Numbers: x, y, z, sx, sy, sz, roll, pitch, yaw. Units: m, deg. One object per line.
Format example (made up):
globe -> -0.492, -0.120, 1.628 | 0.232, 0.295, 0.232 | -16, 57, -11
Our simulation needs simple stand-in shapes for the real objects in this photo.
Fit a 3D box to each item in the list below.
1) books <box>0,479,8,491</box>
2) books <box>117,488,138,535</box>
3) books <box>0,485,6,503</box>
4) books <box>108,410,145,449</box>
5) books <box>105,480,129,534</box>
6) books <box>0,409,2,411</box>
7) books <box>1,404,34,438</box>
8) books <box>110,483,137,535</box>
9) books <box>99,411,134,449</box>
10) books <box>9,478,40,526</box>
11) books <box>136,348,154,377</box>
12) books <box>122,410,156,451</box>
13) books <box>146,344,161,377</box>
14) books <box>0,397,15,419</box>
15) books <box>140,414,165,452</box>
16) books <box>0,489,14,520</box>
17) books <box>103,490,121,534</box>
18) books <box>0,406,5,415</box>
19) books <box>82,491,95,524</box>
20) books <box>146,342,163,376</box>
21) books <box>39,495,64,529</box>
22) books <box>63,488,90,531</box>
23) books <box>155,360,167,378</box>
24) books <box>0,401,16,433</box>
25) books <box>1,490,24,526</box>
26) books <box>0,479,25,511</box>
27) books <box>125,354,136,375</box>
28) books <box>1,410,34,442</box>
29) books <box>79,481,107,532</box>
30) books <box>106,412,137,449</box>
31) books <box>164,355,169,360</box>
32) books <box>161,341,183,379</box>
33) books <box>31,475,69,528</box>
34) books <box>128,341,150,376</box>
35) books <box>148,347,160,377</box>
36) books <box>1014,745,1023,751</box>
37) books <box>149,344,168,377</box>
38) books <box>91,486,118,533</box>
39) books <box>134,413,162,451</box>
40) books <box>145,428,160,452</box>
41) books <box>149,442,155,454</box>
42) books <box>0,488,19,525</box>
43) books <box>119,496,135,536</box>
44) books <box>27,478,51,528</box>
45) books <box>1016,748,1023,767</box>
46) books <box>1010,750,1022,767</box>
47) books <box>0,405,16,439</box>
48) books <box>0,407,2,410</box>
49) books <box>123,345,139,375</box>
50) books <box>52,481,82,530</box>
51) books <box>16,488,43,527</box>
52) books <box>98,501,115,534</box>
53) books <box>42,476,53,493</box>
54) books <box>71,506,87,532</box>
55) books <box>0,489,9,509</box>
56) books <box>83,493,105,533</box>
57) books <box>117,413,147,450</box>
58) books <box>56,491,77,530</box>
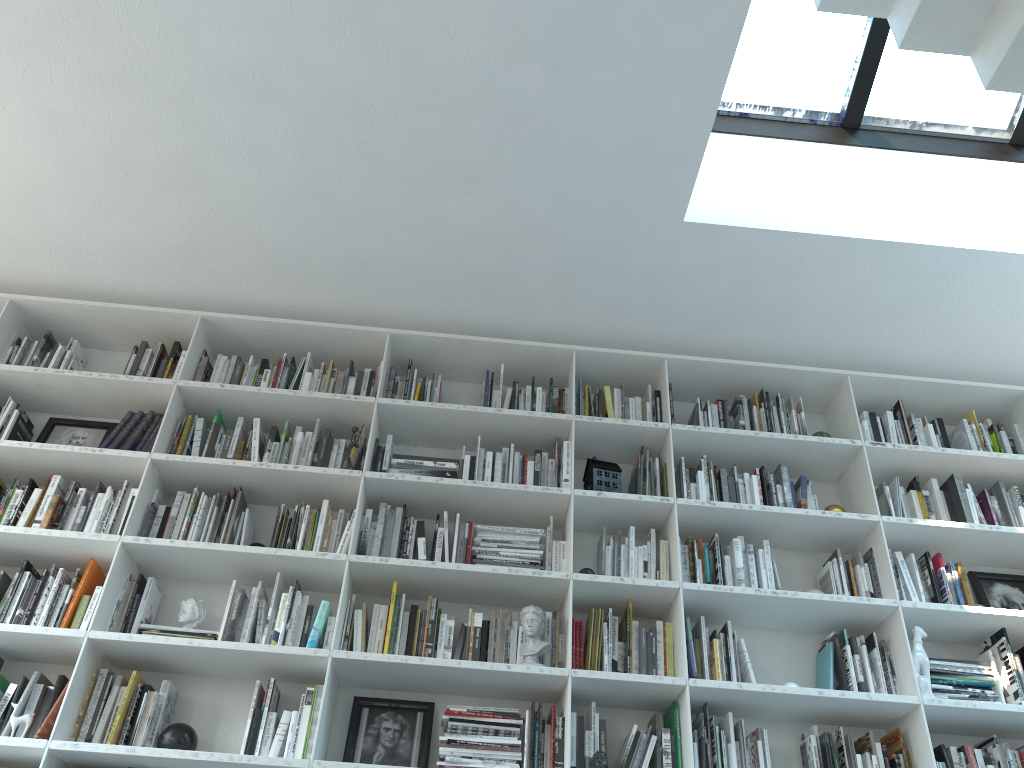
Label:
books -> -2.069, 0.517, 3.512 | 0.011, 0.276, 0.165 | 5, -37, -2
books -> -1.513, 0.575, 3.529 | 0.035, 0.262, 0.178 | 5, -37, -2
books -> -2.043, 0.541, 3.519 | 0.047, 0.248, 0.135 | 5, -37, -2
books -> -1.631, 0.271, 3.751 | 0.110, 0.278, 0.175 | 5, -37, -2
books -> -1.556, 0.554, 3.528 | 0.012, 0.289, 0.183 | 5, -37, -2
books -> -2.179, 0.223, 3.712 | 0.004, 0.244, 0.190 | 5, -37, -2
books -> -2.092, 0.235, 3.728 | 0.012, 0.253, 0.167 | 5, -37, -2
books -> -1.541, 0.564, 3.538 | 0.022, 0.287, 0.170 | 5, -37, -2
books -> -1.677, 0.272, 3.757 | 0.110, 0.278, 0.175 | 5, -37, -2
books -> -1.931, 0.538, 3.524 | 0.014, 0.271, 0.181 | 5, -37, -2
books -> -1.638, -0.013, 3.962 | 0.028, 0.247, 0.156 | 5, -37, -2
books -> -1.578, 0.272, 3.753 | 0.097, 0.281, 0.175 | 5, -37, -2
books -> -1.604, -0.016, 3.982 | 0.013, 0.281, 0.167 | 5, -37, -2
books -> -2.133, 0.222, 3.736 | 0.005, 0.279, 0.192 | 5, -37, -2
books -> -1.524, 0.289, 3.776 | 0.078, 0.284, 0.175 | 5, -37, -2
books -> -1.988, 0.551, 3.502 | 0.014, 0.216, 0.165 | 5, -37, -2
books -> -1.577, 0.580, 3.543 | 0.024, 0.264, 0.156 | 5, -37, -2
books -> -2.146, 0.236, 3.726 | 0.019, 0.242, 0.154 | 5, -37, -2
books -> -1.684, 0.573, 3.539 | 0.035, 0.259, 0.132 | 5, -37, -2
books -> -1.618, -0.023, 4.005 | 0.014, 0.319, 0.137 | 5, -37, -2
books -> -1.796, 0.568, 3.489 | 0.029, 0.194, 0.193 | 5, -37, -2
books -> -1.731, 0.567, 3.535 | 0.029, 0.259, 0.158 | 5, -37, -2
books -> -1.553, 0.021, 3.951 | 0.027, 0.189, 0.178 | 5, -37, -2
books -> -2.119, 0.226, 3.722 | 0.023, 0.256, 0.184 | 5, -37, -2
books -> -1.954, 0.555, 3.502 | 0.031, 0.216, 0.174 | 5, -37, -2
books -> -2.000, 0.534, 3.529 | 0.012, 0.275, 0.151 | 5, -37, -2
books -> -1.692, -0.002, 3.956 | 0.028, 0.217, 0.154 | 5, -37, -2
books -> -2.080, 0.247, 3.710 | 0.012, 0.212, 0.186 | 5, -37, -2
books -> -1.659, 0.556, 3.531 | 0.012, 0.279, 0.189 | 5, -37, -2
books -> -1.655, 0.279, 3.765 | 0.110, 0.278, 0.175 | 5, -37, -2
books -> -1.573, 0.009, 3.989 | 0.013, 0.253, 0.130 | 5, -37, -2
books -> -1.524, -0.025, 3.975 | 0.025, 0.295, 0.164 | 5, -37, -2
books -> -1.824, 0.532, 3.518 | 0.030, 0.284, 0.186 | 5, -37, -2
books -> -1.664, -0.027, 3.971 | 0.024, 0.278, 0.189 | 5, -37, -2
books -> -1.592, -0.015, 3.967 | 0.010, 0.262, 0.157 | 5, -37, -2
books -> 1.903, 1.454, 3.200 | 0.026, 0.288, 0.182 | 5, -37, -2
books -> -1.582, -0.018, 3.971 | 0.011, 0.273, 0.184 | 5, -37, -2
books -> -1.612, 0.564, 3.523 | 0.022, 0.261, 0.175 | 5, -37, -2
books -> -1.547, 0.285, 3.771 | 0.078, 0.284, 0.175 | 5, -37, -2
books -> -1.501, 0.289, 3.773 | 0.078, 0.284, 0.175 | 5, -37, -2
books -> -1.478, 0.282, 3.762 | 0.078, 0.284, 0.175 | 5, -37, -2
books -> -1.975, 0.552, 3.511 | 0.011, 0.227, 0.171 | 5, -37, -2
books -> -1.475, 0.587, 3.491 | 0.039, 0.201, 0.237 | 5, -37, -2
books -> -1.851, 0.539, 3.517 | 0.023, 0.269, 0.188 | 5, -37, -2
books -> 1.822, 1.460, 3.182 | 0.014, 0.247, 0.178 | 5, -37, -2
books -> 1.800, 1.471, 3.196 | 0.026, 0.245, 0.166 | 5, -37, -2
books -> -2.103, 0.237, 3.727 | 0.011, 0.248, 0.169 | 5, -37, -2
books -> -2.216, 0.218, 3.744 | 0.006, 0.287, 0.145 | 5, -37, -2
books -> -1.711, -0.020, 3.983 | 0.013, 0.276, 0.151 | 5, -37, -2
books -> -1.769, 0.551, 3.538 | 0.025, 0.284, 0.162 | 5, -37, -2
books -> -1.902, 0.557, 3.518 | 0.047, 0.237, 0.163 | 5, -37, -2
books -> -1.597, 0.596, 3.517 | 0.013, 0.205, 0.173 | 5, -37, -2
books -> -1.870, 0.535, 3.541 | 0.014, 0.302, 0.152 | 5, -37, -2
books -> -1.707, 0.597, 3.512 | 0.022, 0.185, 0.137 | 5, -37, -2
books -> -2.014, 0.554, 3.518 | 0.012, 0.229, 0.150 | 5, -37, -2
books -> -1.639, 0.575, 3.513 | 0.030, 0.229, 0.173 | 5, -37, -2
books -> -1.610, 0.283, 3.766 | 0.110, 0.278, 0.175 | 5, -37, -2
books -> -1.751, 0.567, 3.514 | 0.013, 0.231, 0.172 | 5, -37, -2
